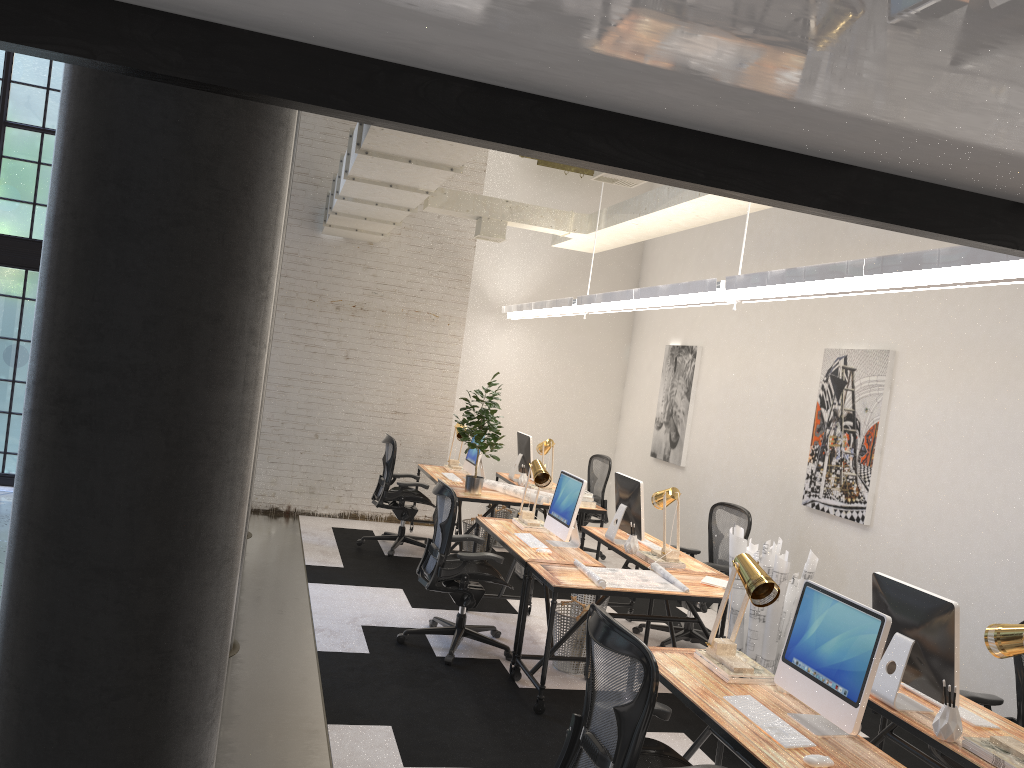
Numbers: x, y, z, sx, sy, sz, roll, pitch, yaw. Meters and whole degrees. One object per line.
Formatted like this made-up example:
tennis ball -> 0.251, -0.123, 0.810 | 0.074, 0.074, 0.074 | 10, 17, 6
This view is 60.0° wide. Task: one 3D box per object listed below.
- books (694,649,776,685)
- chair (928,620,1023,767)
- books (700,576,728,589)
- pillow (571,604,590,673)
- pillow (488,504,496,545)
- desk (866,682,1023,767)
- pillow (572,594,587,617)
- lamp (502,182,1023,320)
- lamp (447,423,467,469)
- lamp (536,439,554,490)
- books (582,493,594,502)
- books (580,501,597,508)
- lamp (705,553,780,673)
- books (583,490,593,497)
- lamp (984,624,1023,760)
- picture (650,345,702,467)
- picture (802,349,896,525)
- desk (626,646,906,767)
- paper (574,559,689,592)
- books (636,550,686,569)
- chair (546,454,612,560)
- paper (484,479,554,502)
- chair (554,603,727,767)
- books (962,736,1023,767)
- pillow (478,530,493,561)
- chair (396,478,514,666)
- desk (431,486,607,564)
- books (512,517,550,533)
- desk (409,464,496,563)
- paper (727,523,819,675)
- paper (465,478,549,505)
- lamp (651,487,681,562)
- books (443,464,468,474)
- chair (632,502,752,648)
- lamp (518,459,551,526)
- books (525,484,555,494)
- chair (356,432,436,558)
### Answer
books -> 0.937, 1.192, 3.745 | 0.225, 0.038, 0.308 | 7, 1, -15
chair -> 2.174, 1.567, 3.757 | 0.793, 1.086, 0.769 | 7, 2, -32
books -> 1.291, 1.224, 5.424 | 0.243, 0.019, 0.205 | 8, 1, 22
pillow -> 0.474, 1.642, 5.734 | 0.120, 0.407, 0.239 | 7, 2, -15
pillow -> -0.201, 1.468, 9.283 | 0.120, 0.407, 0.239 | 7, 2, -15
desk -> 1.711, 1.687, 3.542 | 0.529, 0.725, 1.399 | 7, 1, -15
pillow -> 0.512, 1.631, 6.704 | 0.120, 0.407, 0.239 | 7, 2, -15
lamp -> 1.108, -1.890, 6.071 | 0.226, 2.865, 7.295 | 7, 1, -15
lamp -> -0.547, 0.625, 9.039 | 0.126, 0.470, 0.344 | 7, 2, -15
lamp -> 0.321, 0.752, 8.505 | 0.126, 0.470, 0.344 | 7, 2, -15
books -> 0.633, 1.005, 7.950 | 0.193, 0.044, 0.257 | 8, 1, 2
books -> 0.608, 1.050, 7.931 | 0.200, 0.050, 0.271 | 7, 1, -18
lamp -> 0.957, 0.943, 3.681 | 0.126, 0.470, 0.344 | 7, 2, -15
books -> 0.622, 0.972, 7.946 | 0.153, 0.030, 0.185 | 7, 1, -17
lamp -> 1.823, 1.070, 3.146 | 0.128, 0.470, 0.344 | 7, 2, -15
picture -> 1.652, 0.199, 8.977 | 0.049, 1.184, 0.730 | 7, 2, -15
picture -> 2.371, 0.343, 6.293 | 0.049, 1.184, 0.730 | 7, 2, -15
desk -> 0.899, 1.580, 3.325 | 0.529, 0.725, 1.399 | 7, 1, -15
paper -> 0.700, 1.131, 5.264 | 0.626, 0.061, 0.567 | 7, 1, -18
books -> 0.986, 1.162, 5.879 | 0.225, 0.038, 0.308 | 7, 1, -15
chair -> 0.670, 1.249, 9.117 | 0.793, 1.086, 0.769 | 7, 2, -32
paper -> 0.084, 0.960, 7.996 | 1.133, 0.082, 0.083 | 9, 2, 39
chair -> 0.485, 1.348, 3.098 | 0.793, 1.086, 0.769 | 7, 2, -32
books -> 1.776, 1.317, 3.098 | 0.225, 0.038, 0.308 | 7, 1, -15
pillow -> -0.238, 1.479, 8.313 | 0.120, 0.407, 0.239 | 7, 2, -15
chair -> -0.306, 1.193, 5.879 | 0.793, 1.086, 0.769 | 7, 2, -32
desk -> 0.059, 1.366, 7.858 | 1.401, 0.725, 0.529 | 7, 2, -15
books -> 0.147, 1.037, 6.525 | 0.225, 0.038, 0.308 | 7, 1, -15
desk -> -0.604, 1.262, 8.684 | 0.529, 0.725, 1.399 | 7, 1, -15
paper -> 1.345, 1.376, 4.854 | 0.412, 1.198, 0.440 | 6, 2, -37
paper -> -0.076, 0.938, 7.953 | 0.083, 0.082, 1.132 | 7, 2, -41
lamp -> 1.033, 0.915, 5.926 | 0.128, 0.470, 0.344 | 7, 2, -15
books -> -0.566, 0.874, 9.104 | 0.225, 0.038, 0.308 | 7, 1, -15
chair -> 1.383, 1.412, 6.538 | 0.793, 1.086, 0.769 | 7, 2, -32
lamp -> 0.168, 0.788, 6.461 | 0.128, 0.470, 0.344 | 7, 2, -15
books -> 0.273, 1.000, 8.457 | 0.225, 0.038, 0.308 | 7, 1, -15
chair -> -1.018, 1.031, 8.457 | 0.793, 1.086, 0.769 | 7, 2, -32
